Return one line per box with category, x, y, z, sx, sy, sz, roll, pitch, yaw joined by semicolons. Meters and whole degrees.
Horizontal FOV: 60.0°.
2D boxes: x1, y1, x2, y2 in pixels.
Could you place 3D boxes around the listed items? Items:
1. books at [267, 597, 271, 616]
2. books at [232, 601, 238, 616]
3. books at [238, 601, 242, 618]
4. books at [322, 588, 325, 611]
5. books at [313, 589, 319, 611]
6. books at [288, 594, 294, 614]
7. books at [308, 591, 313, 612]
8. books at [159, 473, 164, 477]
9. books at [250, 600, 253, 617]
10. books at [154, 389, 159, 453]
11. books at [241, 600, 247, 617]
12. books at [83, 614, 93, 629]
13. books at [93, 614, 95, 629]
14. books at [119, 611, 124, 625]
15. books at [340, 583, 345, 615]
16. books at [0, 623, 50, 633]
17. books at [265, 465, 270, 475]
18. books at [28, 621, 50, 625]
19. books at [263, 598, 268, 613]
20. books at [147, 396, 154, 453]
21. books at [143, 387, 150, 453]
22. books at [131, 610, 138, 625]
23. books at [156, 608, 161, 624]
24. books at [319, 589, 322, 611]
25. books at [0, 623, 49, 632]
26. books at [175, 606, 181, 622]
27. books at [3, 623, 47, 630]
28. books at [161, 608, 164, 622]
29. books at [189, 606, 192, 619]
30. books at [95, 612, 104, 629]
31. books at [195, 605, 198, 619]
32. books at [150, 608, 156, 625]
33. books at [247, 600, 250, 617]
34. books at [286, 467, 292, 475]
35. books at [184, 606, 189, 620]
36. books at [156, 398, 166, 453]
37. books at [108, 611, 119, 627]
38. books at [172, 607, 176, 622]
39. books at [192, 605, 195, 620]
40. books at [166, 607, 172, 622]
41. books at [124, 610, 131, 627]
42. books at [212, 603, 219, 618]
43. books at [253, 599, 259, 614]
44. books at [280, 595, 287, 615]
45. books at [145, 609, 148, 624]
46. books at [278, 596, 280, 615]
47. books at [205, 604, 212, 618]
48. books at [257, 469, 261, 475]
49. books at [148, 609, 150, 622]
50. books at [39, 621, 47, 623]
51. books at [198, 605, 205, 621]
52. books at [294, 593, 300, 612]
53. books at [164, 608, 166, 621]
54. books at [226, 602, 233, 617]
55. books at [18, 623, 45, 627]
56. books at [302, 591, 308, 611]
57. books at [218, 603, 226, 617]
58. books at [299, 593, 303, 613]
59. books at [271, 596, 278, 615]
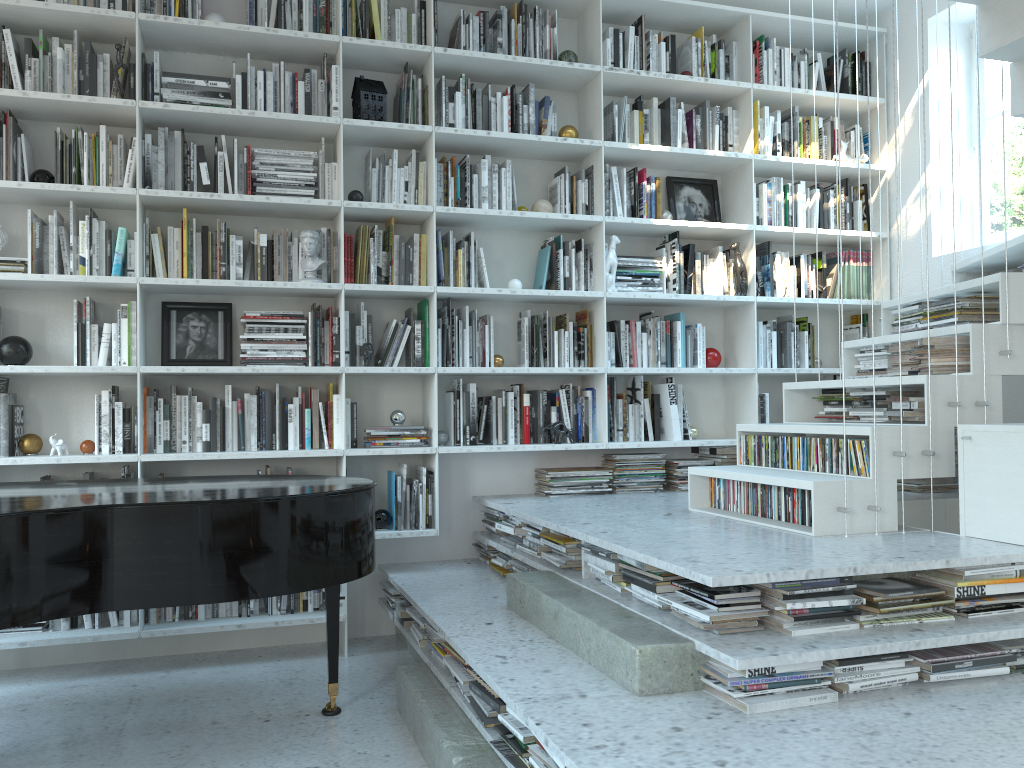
books;-1.091;0.917;3.979;0.010;0.206;0.180;0;-1;-18
books;-1.235;0.919;3.958;0.024;0.203;0.144;0;-1;-18
books;-1.214;0.878;3.952;0.013;0.285;0.185;0;-1;-18
books;-0.862;0.910;4.058;0.029;0.217;0.191;0;-1;-18
books;-0.905;0.906;4.059;0.028;0.227;0.162;0;-1;-18
books;-1.000;0.861;4.009;0.013;0.317;0.186;0;-1;-18
books;-0.925;0.917;4.040;0.022;0.205;0.191;0;-1;-18
books;-1.505;0.527;3.807;0.012;0.284;0.137;0;-1;-18
books;-1.166;0.876;3.964;0.014;0.288;0.184;0;-1;-18
books;-1.550;0.161;3.868;0.011;0.275;0.146;0;-1;-18
books;-1.198;0.914;3.961;0.022;0.213;0.167;0;-1;-18
books;-1.804;0.896;3.767;0.062;0.253;0.177;0;-1;-18
books;-1.768;0.906;3.775;0.011;0.232;0.174;0;-1;-18
books;-1.675;0.893;3.825;0.025;0.259;0.132;0;-1;-18
books;-0.792;0.883;4.022;0.038;0.269;0.277;0;-1;-18
books;-2.074;1.013;3.694;0.285;0.007;0.159;0;-2;-18
books;-1.083;0.517;3.937;0.013;0.303;0.181;0;-1;-18
books;-2.072;0.985;3.685;0.285;0.007;0.159;0;-2;-22
books;-1.125;0.915;4.002;0.040;0.212;0.129;0;-1;-18
books;-1.571;0.177;3.868;0.029;0.244;0.154;0;-1;-18
books;-1.592;0.157;3.865;0.012;0.285;0.159;0;-1;-18
books;-1.624;0.932;3.825;0.024;0.179;0.171;0;-1;-18
books;-1.529;0.871;3.848;0.014;0.300;0.184;0;-1;-18
books;-0.884;0.891;4.057;0.013;0.256;0.176;0;-1;-18
books;-2.071;1.006;3.685;0.254;0.007;0.161;0;-2;-14
books;-1.453;0.866;3.883;0.034;0.311;0.170;0;-1;-18
books;-2.074;0.999;3.693;0.254;0.007;0.161;0;-2;-18
books;-1.522;0.852;3.868;0.014;0.340;0.140;0;-1;-18
books;-1.411;0.902;3.903;0.012;0.239;0.128;0;-1;-18
books;-1.755;0.884;3.772;0.012;0.274;0.180;0;-1;-18
books;-1.390;0.894;3.915;0.012;0.255;0.150;0;-1;-18
books;-1.548;0.893;3.841;0.026;0.256;0.183;0;-1;-18
books;-1.179;0.852;3.958;0.014;0.335;0.183;0;-1;-18
books;-0.996;0.521;3.969;0.015;0.293;0.169;0;-1;-18
books;-1.429;0.898;3.901;0.022;0.247;0.144;0;-1;-18
books;-1.528;0.181;3.863;0.027;0.234;0.167;0;-1;-18
books;-1.718;0.884;3.798;0.073;0.275;0.181;0;-1;-18
books;-1.474;0.853;3.875;0.012;0.337;0.144;0;-1;-18
books;-1.401;0.883;3.911;0.012;0.276;0.154;0;-1;-18
books;-1.494;0.890;3.879;0.025;0.263;0.145;0;-1;-18
books;-1.642;0.891;3.803;0.024;0.260;0.189;0;-1;-18
books;-1.315;0.874;3.933;0.026;0.294;0.155;0;-1;-18
books;-1.153;0.890;3.984;0.024;0.262;0.131;0;-1;-18
books;-1.026;0.894;3.996;0.044;0.251;0.187;0;-1;-18
books;-1.582;0.895;3.852;0.012;0.254;0.161;0;-1;-18
books;-1.056;0.873;3.997;0.011;0.292;0.184;0;-1;-18
books;-1.345;0.923;3.934;0.030;0.197;0.143;0;-1;-18
books;-1.124;0.526;3.938;0.012;0.285;0.159;0;-1;-18
books;-1.572;0.903;3.858;0.010;0.237;0.134;0;-1;-18
books;-2.069;0.979;3.683;0.285;0.007;0.159;0;-2;-13
books;-1.363;0.917;3.897;0.028;0.206;0.175;0;-1;-18
books;-0.988;0.901;4.037;0.028;0.238;0.140;0;-1;-18
books;-1.514;0.893;3.883;0.010;0.259;0.131;0;-1;-18
books;-1.261;0.891;3.952;0.028;0.261;0.132;0;-1;-18
books;-2.074;0.992;3.691;0.254;0.007;0.161;0;-2;-17
books;-0.950;0.924;4.043;0.024;0.191;0.155;0;-1;-18
books;-1.289;0.904;3.943;0.030;0.234;0.138;0;-1;-18
books;-0.964;0.890;4.029;0.011;0.258;0.171;0;-1;-18
books;-1.074;0.915;3.989;0.029;0.210;0.170;0;-1;-18
